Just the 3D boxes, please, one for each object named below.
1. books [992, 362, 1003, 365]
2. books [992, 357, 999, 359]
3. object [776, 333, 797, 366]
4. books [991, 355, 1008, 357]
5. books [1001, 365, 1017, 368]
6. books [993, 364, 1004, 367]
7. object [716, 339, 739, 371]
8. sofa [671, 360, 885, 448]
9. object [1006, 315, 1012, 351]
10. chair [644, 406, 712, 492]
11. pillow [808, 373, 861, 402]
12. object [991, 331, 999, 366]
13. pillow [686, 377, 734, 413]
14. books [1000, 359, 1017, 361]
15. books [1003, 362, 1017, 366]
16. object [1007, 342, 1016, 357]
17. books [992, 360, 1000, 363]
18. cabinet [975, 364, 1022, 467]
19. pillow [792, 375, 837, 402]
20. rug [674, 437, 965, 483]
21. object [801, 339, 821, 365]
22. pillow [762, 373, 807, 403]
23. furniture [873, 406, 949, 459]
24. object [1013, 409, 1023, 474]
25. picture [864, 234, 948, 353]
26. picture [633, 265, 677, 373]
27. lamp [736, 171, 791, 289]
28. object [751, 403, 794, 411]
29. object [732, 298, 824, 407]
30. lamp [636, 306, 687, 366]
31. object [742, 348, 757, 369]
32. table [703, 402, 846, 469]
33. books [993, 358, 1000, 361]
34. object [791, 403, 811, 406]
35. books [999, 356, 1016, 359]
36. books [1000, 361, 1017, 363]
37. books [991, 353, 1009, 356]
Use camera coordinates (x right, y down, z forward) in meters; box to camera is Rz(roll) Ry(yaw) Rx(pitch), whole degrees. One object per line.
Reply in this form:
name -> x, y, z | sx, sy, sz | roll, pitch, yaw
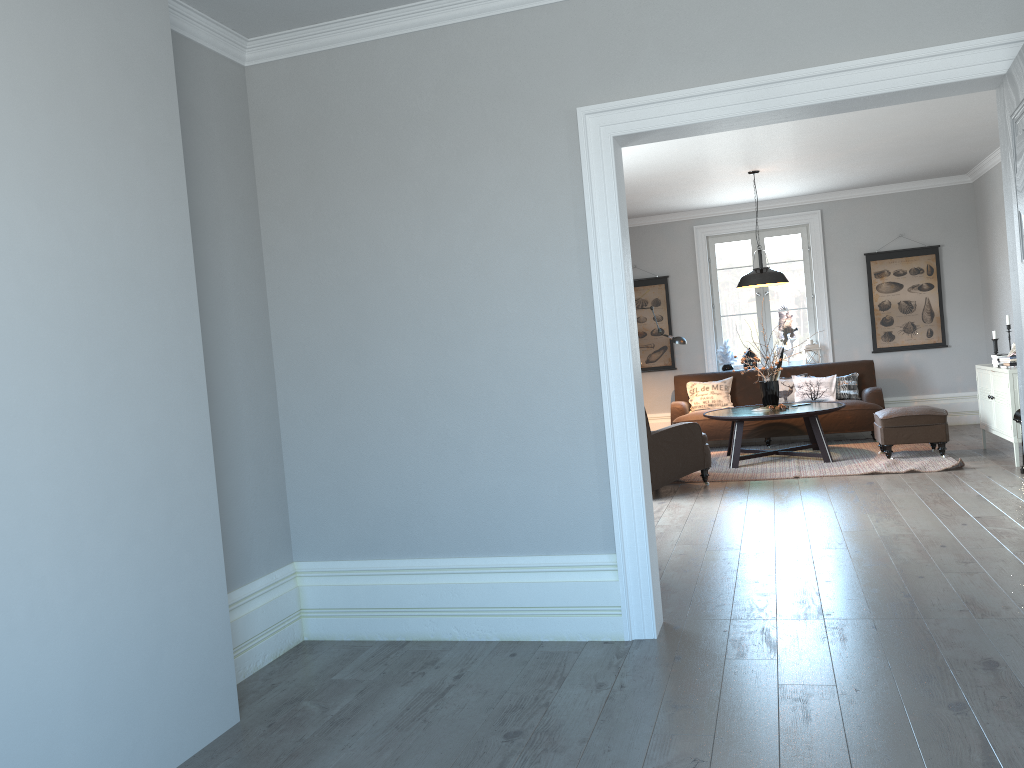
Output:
books -> 4.170, -0.183, 7.395 | 0.253, 0.016, 0.200 | -5, 2, 14
books -> 4.170, -0.231, 7.395 | 0.265, 0.010, 0.196 | -5, 2, 16
object -> 3.168, -0.375, 10.218 | 0.239, 0.410, 0.128 | -5, 1, 13
books -> 4.165, -0.241, 7.397 | 0.260, 0.010, 0.196 | -5, 2, 15
books -> 4.114, -0.148, 7.184 | 0.243, 0.014, 0.196 | -5, 2, 16
books -> 4.182, -0.166, 7.400 | 0.271, 0.022, 0.200 | -5, 2, 18
object -> 2.524, -0.332, 10.483 | 0.248, 0.423, 0.262 | -6, 2, -38
sofa -> 2.835, 0.245, 9.605 | 2.165, 0.824, 0.969 | -5, 2, 16
object -> 4.217, -0.375, 7.515 | 0.092, 0.431, 0.092 | -6, 2, -24
chair -> 1.103, 0.488, 7.417 | 0.970, 0.795, 0.807 | -6, 2, -32
pillow -> 3.456, 0.038, 9.523 | 0.542, 0.288, 0.183 | -5, 2, 18
object -> 4.157, -0.311, 7.622 | 0.083, 0.311, 0.083 | -5, 1, -6
pillow -> 2.212, 0.125, 9.894 | 0.519, 0.368, 0.240 | -5, 2, 16
books -> 4.104, -0.204, 7.169 | 0.235, 0.017, 0.184 | -5, 2, 4
books -> 4.126, -0.170, 7.171 | 0.238, 0.027, 0.175 | -5, 2, 13
object -> 4.105, -0.290, 7.177 | 0.194, 0.127, 0.192 | -5, 2, 10
books -> 4.180, -0.200, 7.401 | 0.271, 0.016, 0.222 | -5, 2, 16
cabinet -> 4.209, 0.222, 7.380 | 0.408, 0.757, 1.152 | -5, 2, 16
pillow -> 3.231, 0.048, 9.472 | 0.471, 0.309, 0.188 | -5, 2, 17
rug -> 2.556, 0.676, 8.464 | 2.818, 0.090, 2.401 | -5, 2, 17
object -> 3.443, -0.355, 10.200 | 0.193, 0.322, 0.193 | -5, 2, 10
pillow -> 2.974, 0.076, 9.627 | 0.472, 0.347, 0.159 | -5, 2, 14
furniture -> 3.538, 0.424, 7.862 | 0.583, 0.440, 0.574 | -5, 2, 17
object -> 3.909, 0.355, 6.542 | 0.323, 0.599, 0.323 | -5, 2, 16
picture -> 4.409, -1.031, 9.954 | 0.793, 1.313, 0.057 | -5, 1, 16
picture -> 1.554, -0.796, 10.800 | 0.793, 1.313, 0.057 | -5, 1, 16
lamp -> 2.325, -1.466, 8.382 | 0.504, 1.075, 0.504 | -6, 2, -26
object -> 2.465, 0.215, 8.334 | 0.404, 0.067, 0.153 | -4, 2, 34
object -> 2.511, -0.296, 8.322 | 0.853, 1.066, 0.525 | -6, 2, -13
lamp -> 1.383, -0.038, 10.051 | 0.797, 1.644, 1.863 | -6, 2, -36
object -> 2.793, -0.283, 10.416 | 0.155, 0.284, 0.155 | -5, 2, 6
table -> 2.500, 0.486, 8.433 | 1.299, 0.503, 1.300 | -5, 2, 9
books -> 4.168, -0.217, 7.400 | 0.251, 0.019, 0.200 | -5, 2, 18
object -> 2.793, 0.200, 8.565 | 0.207, 0.011, 0.051 | -6, 2, -24
books -> 4.104, -0.220, 7.173 | 0.235, 0.014, 0.184 | -5, 2, 4
books -> 4.111, -0.189, 7.174 | 0.235, 0.014, 0.184 | -5, 2, 6
books -> 4.169, -0.250, 7.403 | 0.263, 0.008, 0.212 | -5, 2, 18
